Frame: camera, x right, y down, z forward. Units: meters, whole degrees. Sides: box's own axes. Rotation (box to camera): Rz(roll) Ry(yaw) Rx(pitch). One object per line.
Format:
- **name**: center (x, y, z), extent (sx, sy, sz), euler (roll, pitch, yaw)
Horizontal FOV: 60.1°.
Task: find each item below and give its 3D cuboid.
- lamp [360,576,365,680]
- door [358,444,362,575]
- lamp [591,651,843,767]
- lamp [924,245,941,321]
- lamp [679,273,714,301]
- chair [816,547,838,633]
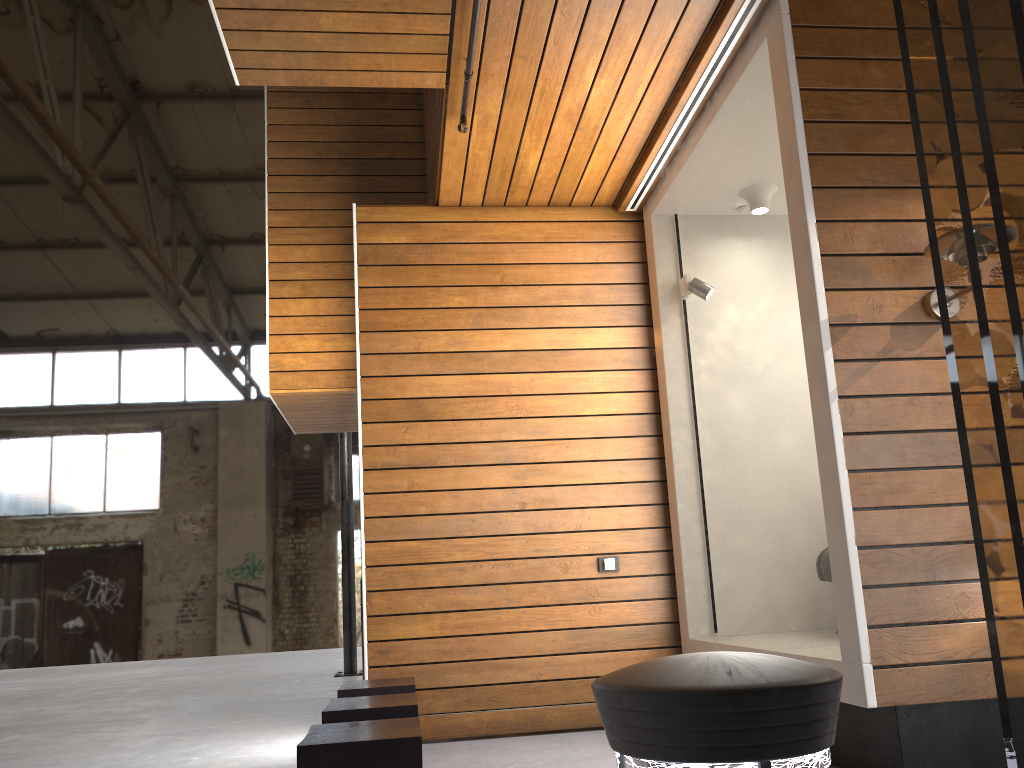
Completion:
- **lamp**: center (-1.368, 1.374, 8.240), extent (0.632, 2.921, 0.633), euler (-10, -13, 33)
- **door**: center (-1.022, 1.808, 9.166), extent (1.290, 2.283, 0.147), euler (8, -15, -44)
- **lamp**: center (0.241, 0.637, 0.923), extent (0.348, 0.690, 0.351), euler (-3, -11, -2)
- **lamp**: center (1.600, -0.405, 3.121), extent (0.288, 0.268, 0.355), euler (-2, -12, -7)
- **lamp**: center (1.034, -0.547, 5.047), extent (0.129, 0.186, 0.250), euler (6, -15, -38)
- **chair**: center (1.993, 0.708, 4.495), extent (0.825, 1.062, 0.762), euler (-5, -12, 7)
